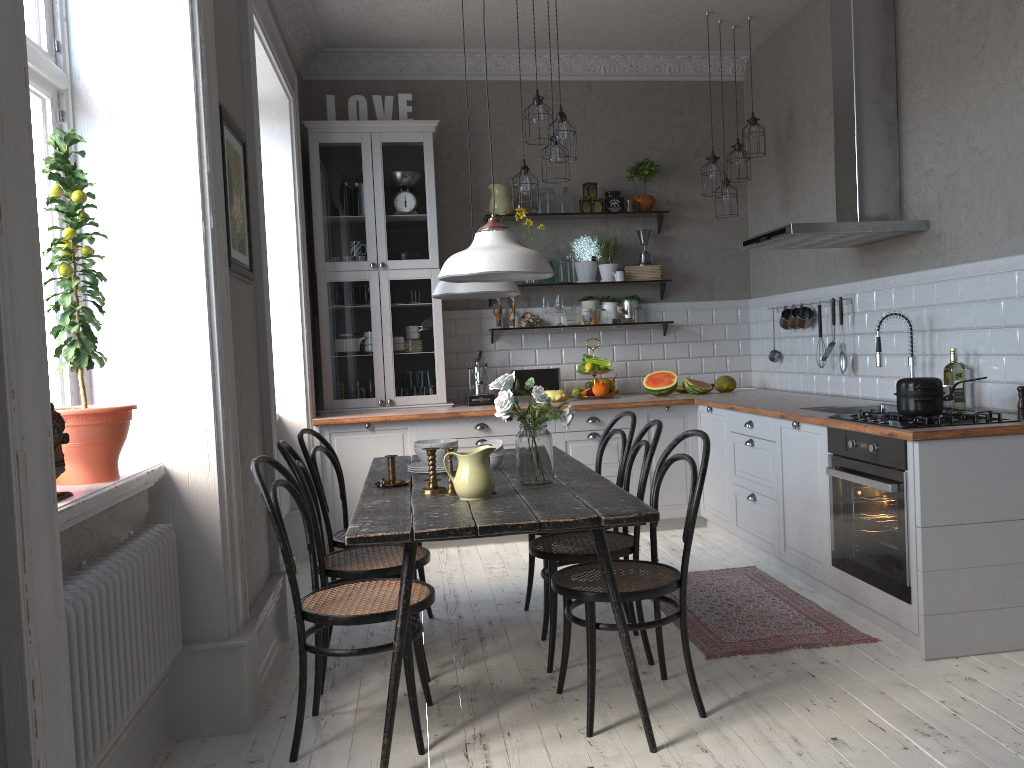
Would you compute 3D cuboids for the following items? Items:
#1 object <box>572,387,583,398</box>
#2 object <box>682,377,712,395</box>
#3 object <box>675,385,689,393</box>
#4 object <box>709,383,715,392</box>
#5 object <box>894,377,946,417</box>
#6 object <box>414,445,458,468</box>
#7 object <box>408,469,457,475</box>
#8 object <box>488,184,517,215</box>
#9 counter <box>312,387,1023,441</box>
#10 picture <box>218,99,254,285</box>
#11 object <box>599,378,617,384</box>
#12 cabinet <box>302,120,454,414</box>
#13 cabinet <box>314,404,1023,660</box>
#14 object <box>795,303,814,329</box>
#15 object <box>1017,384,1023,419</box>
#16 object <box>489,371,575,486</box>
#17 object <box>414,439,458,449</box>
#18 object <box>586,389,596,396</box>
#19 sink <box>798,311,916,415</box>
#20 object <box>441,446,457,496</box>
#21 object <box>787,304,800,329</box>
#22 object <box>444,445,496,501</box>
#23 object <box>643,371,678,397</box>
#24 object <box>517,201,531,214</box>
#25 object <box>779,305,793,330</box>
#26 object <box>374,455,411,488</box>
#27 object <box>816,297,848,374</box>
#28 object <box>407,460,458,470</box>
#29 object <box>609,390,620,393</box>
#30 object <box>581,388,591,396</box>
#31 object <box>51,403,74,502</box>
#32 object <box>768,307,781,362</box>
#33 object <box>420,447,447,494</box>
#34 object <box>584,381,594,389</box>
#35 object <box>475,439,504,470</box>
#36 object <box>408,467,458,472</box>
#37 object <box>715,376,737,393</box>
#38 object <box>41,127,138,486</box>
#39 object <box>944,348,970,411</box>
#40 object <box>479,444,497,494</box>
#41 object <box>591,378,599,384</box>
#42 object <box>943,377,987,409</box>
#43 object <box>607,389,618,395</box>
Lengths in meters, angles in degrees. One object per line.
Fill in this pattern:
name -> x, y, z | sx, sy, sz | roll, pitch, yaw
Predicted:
object -> 0.468, 0.058, 6.193 | 0.075, 0.072, 0.154 | -2, 2, 22
object -> 1.284, 0.012, 6.077 | 0.228, 0.127, 0.146 | -4, 2, -25
object -> 1.234, 0.034, 6.343 | 0.199, 0.067, 0.103 | -3, 2, -2
object -> 1.363, 0.028, 6.266 | 0.204, 0.073, 0.117 | -5, 3, -44
object -> 1.608, 0.050, 3.493 | 0.193, 0.147, 0.189 | -4, 2, -28
object -> -0.305, 0.299, 3.592 | 0.182, 0.094, 0.177 | -3, 2, -17
object -> -0.302, 0.352, 3.594 | 0.236, 0.027, 0.239 | -2, 2, 10
object -> -0.068, -1.279, 6.188 | 0.190, 0.216, 0.174 | -2, 2, 6
counter -> 0.465, 0.177, 4.767 | 3.181, 0.039, 3.369 | -3, 2, -8
picture -> -1.063, -0.714, 3.418 | 0.020, 0.620, 0.518 | -3, 2, -6
object -> 0.672, -0.016, 6.226 | 0.128, 0.056, 0.059 | -3, 2, -16
cabinet -> -0.891, -0.762, 5.992 | 0.885, 1.921, 0.385 | -3, 2, -8
cabinet -> 0.917, 0.559, 4.998 | 4.108, 0.854, 2.029 | -1, 3, 38
object -> 1.834, -0.427, 5.551 | 0.108, 0.161, 0.137 | -2, 2, 10
object -> 2.017, 0.054, 3.474 | 0.073, 0.167, 0.035 | -3, 2, -8
object -> 0.077, 0.156, 3.191 | 0.314, 0.414, 0.249 | -3, 2, -10
object -> -0.306, 0.279, 3.591 | 0.182, 0.094, 0.177 | -3, 2, -17
object -> 0.525, 0.068, 6.181 | 0.071, 0.076, 0.225 | -4, 2, -25
sink -> 1.735, 0.011, 4.305 | 0.531, 0.720, 0.483 | -3, 2, -8
object -> -0.213, 0.296, 3.064 | 0.061, 0.172, 0.062 | -2, 2, 14
object -> 1.828, -0.432, 5.678 | 0.109, 0.161, 0.136 | -3, 2, -5
object -> -0.132, 0.297, 2.958 | 0.133, 0.170, 0.153 | -1, 3, 44
object -> 1.020, 0.000, 6.086 | 0.233, 0.174, 0.219 | -2, 2, 14
object -> 0.086, -1.236, 6.272 | 0.104, 0.111, 0.102 | -3, 2, -8
object -> 1.813, -0.436, 5.804 | 0.108, 0.161, 0.137 | -2, 2, 5
object -> -0.453, 0.326, 3.341 | 0.142, 0.112, 0.137 | -4, 2, -25
object -> 1.859, -0.281, 5.188 | 0.081, 0.443, 0.327 | -3, 2, -6
object -> -0.303, 0.335, 3.594 | 0.235, 0.027, 0.240 | -2, 2, 15
object -> 0.657, 0.048, 6.268 | 0.213, 0.044, 0.055 | -1, 3, 30
object -> 0.511, 0.060, 6.163 | 0.084, 0.057, 0.089 | -2, 2, 24
object -> -1.139, 0.119, 2.072 | 0.120, 0.329, 0.236 | -3, 2, -5
object -> 1.795, -0.337, 6.067 | 0.077, 0.379, 0.082 | -3, 2, -8
object -> -0.282, 0.297, 3.126 | 0.097, 0.172, 0.094 | -4, 3, -26
object -> 0.559, 0.017, 6.259 | 0.078, 0.076, 0.156 | -2, 2, 19
object -> -0.094, 0.294, 3.668 | 0.124, 0.119, 0.128 | -2, 2, 8
object -> -0.303, 0.343, 3.594 | 0.242, 0.027, 0.232 | -4, 3, -40
object -> 1.503, 0.000, 6.237 | 0.208, 0.119, 0.129 | -5, 3, -45
object -> -1.202, -0.223, 2.446 | 0.265, 0.991, 0.275 | -1, 3, 31
object -> 2.017, -0.022, 4.006 | 0.090, 0.282, 0.081 | -3, 2, -7
object -> -0.086, 0.293, 3.048 | 0.059, 0.167, 0.059 | -2, 2, 6
object -> 0.591, 0.005, 6.256 | 0.086, 0.093, 0.086 | -3, 2, -12
object -> 1.849, 0.037, 3.761 | 0.298, 0.134, 0.177 | -2, 2, 26
object -> 0.689, 0.061, 6.150 | 0.088, 0.051, 0.069 | -1, 3, 40
